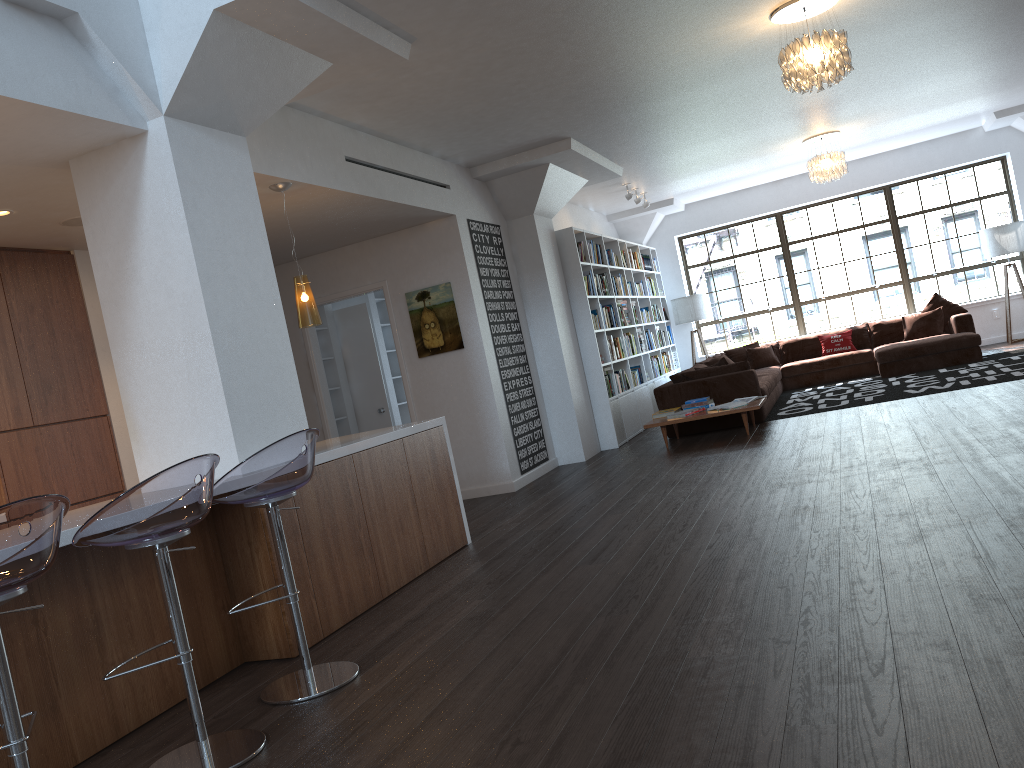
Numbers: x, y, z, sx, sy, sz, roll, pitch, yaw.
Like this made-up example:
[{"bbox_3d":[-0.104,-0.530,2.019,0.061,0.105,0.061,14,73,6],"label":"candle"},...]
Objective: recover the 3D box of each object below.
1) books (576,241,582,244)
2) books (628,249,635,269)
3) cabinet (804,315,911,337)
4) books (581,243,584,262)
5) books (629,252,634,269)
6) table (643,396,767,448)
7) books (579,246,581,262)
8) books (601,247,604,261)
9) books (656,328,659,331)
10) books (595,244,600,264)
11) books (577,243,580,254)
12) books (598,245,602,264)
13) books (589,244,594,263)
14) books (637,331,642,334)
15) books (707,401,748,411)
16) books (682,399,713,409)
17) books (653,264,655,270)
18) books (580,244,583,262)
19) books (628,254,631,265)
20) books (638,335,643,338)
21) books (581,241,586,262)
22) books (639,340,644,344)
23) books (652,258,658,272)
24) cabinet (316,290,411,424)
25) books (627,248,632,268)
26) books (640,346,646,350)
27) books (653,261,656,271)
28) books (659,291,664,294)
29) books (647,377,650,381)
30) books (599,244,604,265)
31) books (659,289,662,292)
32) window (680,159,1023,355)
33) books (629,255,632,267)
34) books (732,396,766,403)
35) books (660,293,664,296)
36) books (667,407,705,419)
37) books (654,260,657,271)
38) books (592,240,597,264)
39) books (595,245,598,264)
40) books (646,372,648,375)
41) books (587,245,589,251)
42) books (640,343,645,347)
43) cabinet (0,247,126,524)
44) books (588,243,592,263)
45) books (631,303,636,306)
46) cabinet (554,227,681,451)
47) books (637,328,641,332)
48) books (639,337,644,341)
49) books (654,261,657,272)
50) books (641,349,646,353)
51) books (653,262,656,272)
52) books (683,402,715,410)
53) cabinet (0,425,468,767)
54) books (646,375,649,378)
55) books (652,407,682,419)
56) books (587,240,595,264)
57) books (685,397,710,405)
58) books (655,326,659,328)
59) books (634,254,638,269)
[{"bbox_3d":[0.708,-1.437,9.802,0.159,0.248,0.089,-12,1,21],"label":"books"},{"bbox_3d":[1.573,-1.688,12.150,0.176,0.290,0.053,-12,1,21],"label":"books"},{"bbox_3d":[5.080,-0.536,12.878,1.520,0.625,0.350,-12,1,21],"label":"cabinet"},{"bbox_3d":[0.707,-1.423,9.771,0.161,0.222,0.084,-12,1,21],"label":"books"},{"bbox_3d":[1.551,-1.659,12.072,0.171,0.246,0.057,-12,1,21],"label":"books"},{"bbox_3d":[1.942,0.391,8.740,1.100,0.271,0.853,-12,1,21],"label":"table"},{"bbox_3d":[0.665,-1.405,9.683,0.167,0.210,0.162,-12,1,21],"label":"books"},{"bbox_3d":[1.004,-1.507,10.599,0.167,0.233,0.077,-12,1,21],"label":"books"},{"bbox_3d":[1.987,-0.764,12.733,0.223,0.031,0.161,-12,1,21],"label":"books"},{"bbox_3d":[0.925,-1.494,10.352,0.182,0.253,0.098,-12,1,21],"label":"books"},{"bbox_3d":[0.641,-1.401,9.595,0.182,0.215,0.188,-12,1,21],"label":"books"},{"bbox_3d":[0.952,-1.497,10.435,0.174,0.243,0.085,-12,1,21],"label":"books"},{"bbox_3d":[0.831,-1.465,10.118,0.174,0.242,0.105,-12,1,21],"label":"books"},{"bbox_3d":[1.603,-0.661,11.690,0.208,0.024,0.144,-11,1,26],"label":"books"},{"bbox_3d":[2.065,0.211,8.534,0.231,0.040,0.342,-13,1,-29],"label":"books"},{"bbox_3d":[1.894,0.200,9.042,0.279,0.035,0.191,-11,1,31],"label":"books"},{"bbox_3d":[2.090,-1.769,13.469,0.134,0.184,0.030,-12,1,21],"label":"books"},{"bbox_3d":[0.694,-1.418,9.740,0.161,0.218,0.101,-12,1,21],"label":"books"},{"bbox_3d":[1.486,-1.643,11.897,0.189,0.247,0.057,-12,1,21],"label":"books"},{"bbox_3d":[1.602,-0.607,11.702,0.223,0.032,0.161,-12,1,21],"label":"books"},{"bbox_3d":[0.724,-1.444,9.842,0.170,0.251,0.118,-12,1,21],"label":"books"},{"bbox_3d":[1.616,-0.532,11.706,0.231,0.044,0.168,-12,1,16],"label":"books"},{"bbox_3d":[2.150,-1.810,13.638,0.140,0.231,0.042,-12,1,21],"label":"books"},{"bbox_3d":[-1.738,-0.244,9.971,0.527,2.991,2.630,-12,1,21],"label":"cabinet"},{"bbox_3d":[1.515,-1.675,11.938,0.140,0.298,0.044,-12,1,21],"label":"books"},{"bbox_3d":[1.621,-0.451,11.701,0.251,0.037,0.160,-11,1,26],"label":"books"},{"bbox_3d":[2.115,-1.772,13.510,0.128,0.178,0.022,-12,1,21],"label":"books"},{"bbox_3d":[2.140,-1.361,13.488,0.284,0.033,0.197,-11,1,36],"label":"books"},{"bbox_3d":[1.663,-0.044,11.691,0.284,0.035,0.197,-12,1,21],"label":"books"},{"bbox_3d":[0.985,-1.512,10.531,0.182,0.255,0.077,-12,1,21],"label":"books"},{"bbox_3d":[2.133,-1.393,13.482,0.174,0.032,0.254,-13,1,-34],"label":"books"},{"bbox_3d":[5.005,-1.822,13.362,4.648,1.905,0.114,-12,1,21],"label":"window"},{"bbox_3d":[1.535,-1.634,11.984,0.144,0.207,0.048,-12,1,21],"label":"books"},{"bbox_3d":[2.326,0.151,8.799,0.350,0.035,0.256,-13,2,-44],"label":"books"},{"bbox_3d":[2.147,-1.327,13.489,0.197,0.035,0.284,-13,1,-39],"label":"books"},{"bbox_3d":[1.701,0.286,8.687,0.340,0.035,0.236,-13,2,-44],"label":"books"},{"bbox_3d":[2.144,-1.787,13.600,0.139,0.191,0.036,-12,1,21],"label":"books"},{"bbox_3d":[0.870,-1.500,10.261,0.197,0.290,0.136,-12,1,21],"label":"books"},{"bbox_3d":[0.912,-1.489,10.322,0.159,0.248,0.089,-12,1,21],"label":"books"},{"bbox_3d":[1.646,-0.109,11.694,0.254,0.032,0.174,-11,1,26],"label":"books"},{"bbox_3d":[0.792,-1.443,9.998,0.161,0.222,0.084,-12,1,21],"label":"books"},{"bbox_3d":[1.617,-0.490,11.725,0.259,0.040,0.180,-12,1,21],"label":"books"},{"bbox_3d":[-3.960,0.600,3.766,0.598,2.499,5.299,-12,1,21],"label":"cabinet"},{"bbox_3d":[0.809,-1.463,10.069,0.170,0.251,0.118,-12,1,21],"label":"books"},{"bbox_3d":[1.486,-1.015,11.588,0.223,0.031,0.161,-12,1,21],"label":"books"},{"bbox_3d":[1.463,-0.661,11.647,0.461,2.414,4.500,-12,1,21],"label":"cabinet"},{"bbox_3d":[1.590,-0.691,11.684,0.185,0.041,0.129,-11,1,35],"label":"books"},{"bbox_3d":[1.601,-0.571,11.699,0.253,0.040,0.183,-12,1,21],"label":"books"},{"bbox_3d":[2.127,-1.785,13.562,0.136,0.196,0.045,-12,1,21],"label":"books"},{"bbox_3d":[1.629,-0.414,11.699,0.246,0.038,0.171,-12,1,21],"label":"books"},{"bbox_3d":[2.106,-1.770,13.491,0.128,0.178,0.021,-12,1,21],"label":"books"},{"bbox_3d":[1.905,0.235,9.037,0.312,0.037,0.216,-12,1,11],"label":"books"},{"bbox_3d":[-1.563,0.952,3.896,0.898,0.796,4.493,-12,1,21],"label":"cabinet"},{"bbox_3d":[1.656,-0.077,11.690,0.284,0.033,0.197,-12,1,6],"label":"books"},{"bbox_3d":[1.593,0.296,9.096,0.241,0.045,0.334,-11,1,23],"label":"books"},{"bbox_3d":[0.852,-1.496,10.201,0.176,0.293,0.125,-12,1,21],"label":"books"},{"bbox_3d":[1.891,0.169,9.038,0.224,0.027,0.157,-11,1,26],"label":"books"},{"bbox_3d":[1.983,-0.793,12.740,0.224,0.030,0.161,-11,1,31],"label":"books"},{"bbox_3d":[1.640,-1.675,12.313,0.168,0.231,0.037,-12,1,21],"label":"books"}]
